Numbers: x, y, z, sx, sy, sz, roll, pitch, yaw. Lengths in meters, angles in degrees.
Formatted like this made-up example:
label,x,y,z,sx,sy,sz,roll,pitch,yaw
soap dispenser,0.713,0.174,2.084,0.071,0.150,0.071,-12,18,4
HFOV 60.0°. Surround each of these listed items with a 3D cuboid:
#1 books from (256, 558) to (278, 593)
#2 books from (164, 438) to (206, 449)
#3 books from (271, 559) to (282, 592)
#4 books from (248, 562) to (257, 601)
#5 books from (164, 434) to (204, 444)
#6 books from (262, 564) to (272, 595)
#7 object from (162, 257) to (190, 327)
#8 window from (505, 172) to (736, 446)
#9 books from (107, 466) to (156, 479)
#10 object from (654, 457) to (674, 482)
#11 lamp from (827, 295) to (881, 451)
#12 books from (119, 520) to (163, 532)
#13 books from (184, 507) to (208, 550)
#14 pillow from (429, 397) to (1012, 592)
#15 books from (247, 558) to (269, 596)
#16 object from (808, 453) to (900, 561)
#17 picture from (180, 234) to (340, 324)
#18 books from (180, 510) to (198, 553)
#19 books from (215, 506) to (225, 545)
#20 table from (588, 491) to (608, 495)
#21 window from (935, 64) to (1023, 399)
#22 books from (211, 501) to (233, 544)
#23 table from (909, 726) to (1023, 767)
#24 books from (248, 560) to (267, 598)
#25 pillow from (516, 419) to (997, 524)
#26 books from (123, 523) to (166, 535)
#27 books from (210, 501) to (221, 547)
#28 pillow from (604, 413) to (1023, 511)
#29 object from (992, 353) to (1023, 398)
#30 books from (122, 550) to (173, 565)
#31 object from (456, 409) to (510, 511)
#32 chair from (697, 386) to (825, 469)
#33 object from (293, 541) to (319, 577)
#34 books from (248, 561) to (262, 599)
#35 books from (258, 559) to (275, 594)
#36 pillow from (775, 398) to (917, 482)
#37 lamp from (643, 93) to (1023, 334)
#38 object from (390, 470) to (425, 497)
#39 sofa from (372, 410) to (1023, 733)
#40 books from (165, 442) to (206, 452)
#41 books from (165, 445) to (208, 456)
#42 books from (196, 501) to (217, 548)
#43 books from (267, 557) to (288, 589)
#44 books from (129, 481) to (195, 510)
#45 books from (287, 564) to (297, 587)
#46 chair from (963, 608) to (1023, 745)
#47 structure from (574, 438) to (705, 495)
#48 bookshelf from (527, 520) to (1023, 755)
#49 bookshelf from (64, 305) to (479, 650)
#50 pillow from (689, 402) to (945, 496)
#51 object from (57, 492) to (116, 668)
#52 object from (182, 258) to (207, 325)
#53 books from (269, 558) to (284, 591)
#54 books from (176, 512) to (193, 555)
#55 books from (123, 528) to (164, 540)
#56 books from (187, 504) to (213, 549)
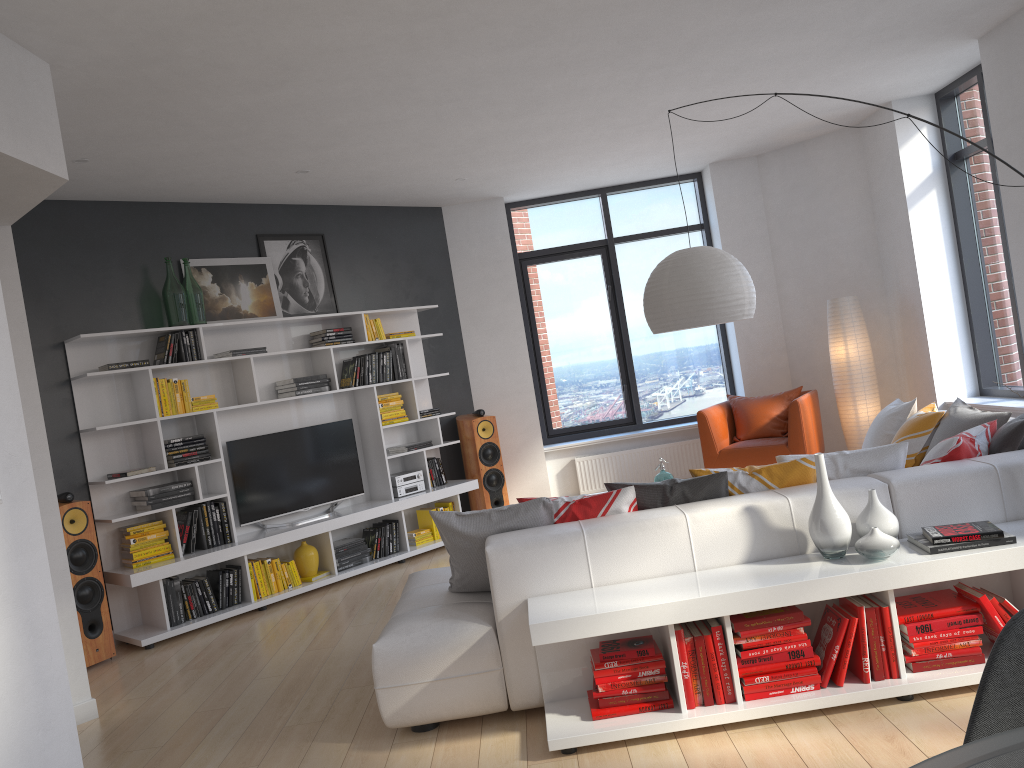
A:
label,x,y,z,sx,sy,sz,roll,pitch,yaw
books,-1.780,1.385,6.412,0.185,0.252,0.055,-8,1,44
books,-2.317,0.417,6.211,0.284,0.030,0.214,-10,1,-36
books,-1.744,1.385,6.420,0.169,0.240,0.043,-8,1,44
books,-1.885,1.395,6.277,0.029,0.270,0.204,-10,1,-45
books,-2.302,0.387,6.191,0.246,0.026,0.180,-10,1,-37
books,-1.801,1.402,6.369,0.156,0.230,0.042,-8,1,44
object,-2.379,-0.643,6.236,0.157,0.507,0.157,-10,1,-31
window,1.074,-0.734,8.764,1.960,2.402,0.170,-9,1,0
books,-2.541,0.592,5.926,0.266,0.030,0.209,-8,1,39
object,0.859,0.599,5.504,0.330,0.265,0.330,-9,1,24
lamp,3.013,0.020,7.329,0.502,1.550,0.804,-10,1,-39
books,-2.508,0.957,5.989,0.234,0.024,0.171,-10,1,-40
books,-2.209,1.009,6.205,0.028,0.301,0.213,-10,1,-45
pillow,1.064,0.527,4.305,2.953,0.453,0.647,-9,1,-12
books,-1.829,1.387,6.368,0.038,0.267,0.202,-10,1,-44
object,1.279,0.450,3.364,0.316,0.398,0.319,-9,1,24
picture,-1.939,-0.823,6.914,1.279,0.707,0.076,-10,1,-45
books,-2.253,1.021,6.158,0.210,0.289,0.100,-8,1,44
books,-2.119,1.005,6.296,0.028,0.272,0.200,-10,1,-45
table,0.685,0.978,5.666,1.091,0.435,1.091,-9,1,0
window,3.581,-1.091,6.320,0.170,2.402,1.310,-9,1,0
books,-2.094,0.989,6.325,0.051,0.297,0.230,-10,1,-45
table,0.930,0.868,0.557,1.499,0.764,1.499,-9,1,-10
books,-1.851,1.394,6.348,0.066,0.258,0.198,-10,1,-45
pillow,1.163,0.548,3.973,2.250,0.449,0.575,-9,1,-2
books,-2.480,0.978,5.980,0.234,0.024,0.171,-10,1,-40
books,-2.150,0.990,6.277,0.034,0.315,0.239,-10,1,-45
pillow,1.481,0.470,3.978,2.120,0.436,0.608,-9,1,-4
object,2.098,0.144,3.275,0.406,0.744,0.607,-8,1,40
books,-2.452,1.161,5.964,0.269,0.025,0.213,-10,1,-42
object,-0.282,0.771,8.030,0.290,1.088,0.434,-10,1,-30
chair,2.188,0.495,7.622,0.896,0.858,0.843,-8,1,33
object,-1.544,1.309,6.655,0.185,0.257,0.185,-9,1,23
books,-1.873,1.392,6.318,0.048,0.271,0.213,-10,1,-45
books,-1.791,1.387,6.387,0.041,0.252,0.180,-10,1,-45
pillow,1.878,0.389,4.761,0.580,0.456,2.156,-9,1,26
lamp,2.125,-0.333,4.091,3.199,2.647,0.710,-8,1,36
object,-0.926,0.842,7.450,0.285,0.174,0.270,-10,1,-45
sofa,1.116,0.786,4.797,3.424,0.732,2.614,-9,1,0
books,-2.303,0.441,6.194,0.264,0.020,0.189,-10,1,-41
books,-2.296,0.465,6.192,0.284,0.030,0.214,-10,1,-36
books,-2.172,0.988,6.256,0.026,0.326,0.237,-10,1,-45
books,-1.725,1.383,6.480,0.172,0.235,0.056,-8,1,45
books,-2.399,0.767,6.086,0.343,0.137,0.277,-10,1,-45
books,-1.638,1.403,6.501,0.113,0.169,0.049,-8,1,44
chair,0.983,0.792,1.172,0.655,0.891,0.619,-9,1,7
structure,1.353,0.817,8.463,1.474,0.460,0.110,-9,1,0
bookshelf,1.383,0.889,3.313,2.600,0.500,0.356,-9,1,0
bookshelf,-1.591,0.516,6.778,3.000,2.052,0.455,-10,1,-45
pillow,1.685,0.443,4.513,2.095,0.440,0.630,-10,1,-43
object,-2.792,1.221,5.530,0.434,1.088,0.290,-9,1,30
object,-2.309,-0.657,6.386,0.157,0.507,0.157,-10,1,-31
books,-1.740,1.386,6.451,0.171,0.235,0.043,-8,1,44
books,-2.302,1.032,6.134,0.142,0.284,0.232,-10,1,-45
books,-2.485,1.004,5.977,0.238,0.023,0.167,-10,1,-29
books,-2.192,0.998,6.231,0.034,0.314,0.237,-10,1,-45
